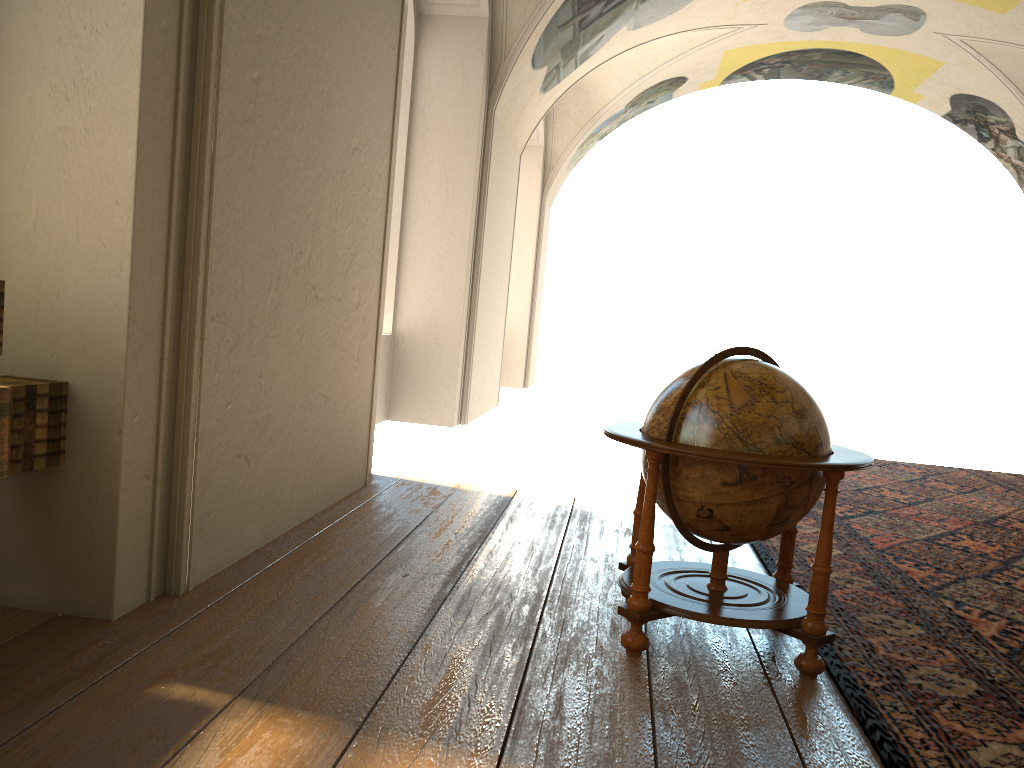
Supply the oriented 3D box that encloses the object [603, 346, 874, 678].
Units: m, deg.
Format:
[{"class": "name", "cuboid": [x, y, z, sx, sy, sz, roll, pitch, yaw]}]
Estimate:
[{"class": "object", "cuboid": [1.064, 0.537, 4.366, 1.276, 1.451, 1.279, 10, 7, 44]}]
